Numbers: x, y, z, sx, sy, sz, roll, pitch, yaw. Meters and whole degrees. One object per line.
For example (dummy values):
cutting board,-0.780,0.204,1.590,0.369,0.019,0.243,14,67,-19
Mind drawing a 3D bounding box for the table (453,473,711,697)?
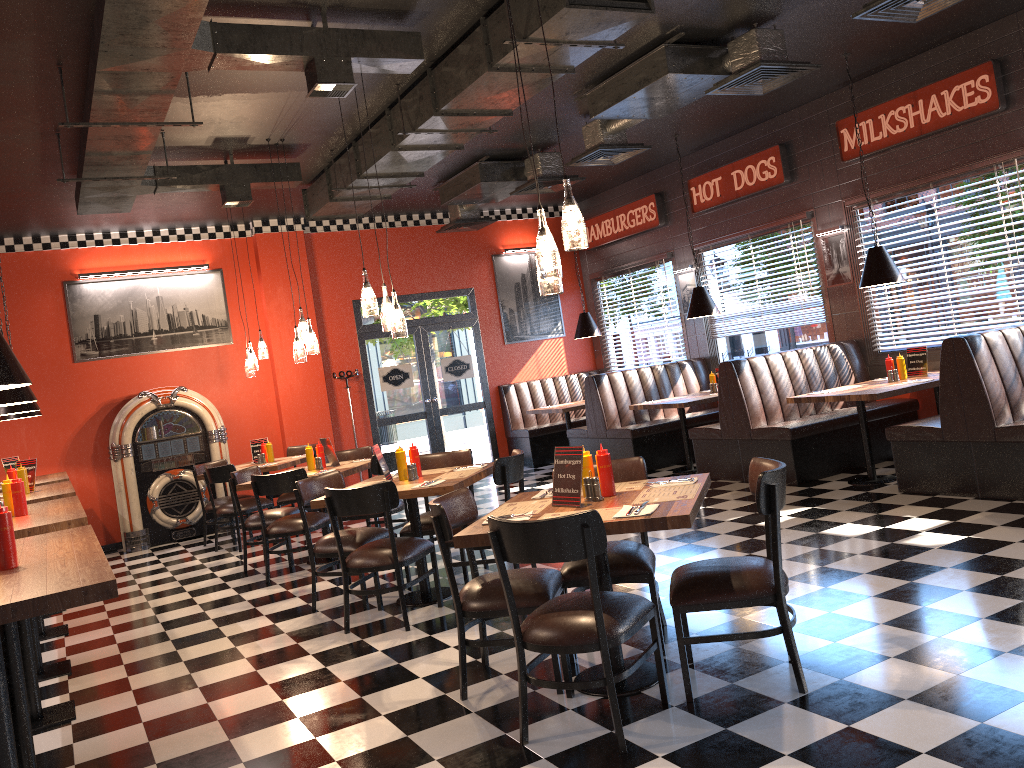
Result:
table,0.409,0.904,3.902,0.954,0.774,0.962,-9,0,17

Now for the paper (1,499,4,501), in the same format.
paper,-3.769,0.858,6.413,0.261,0.001,0.364,-9,1,-25

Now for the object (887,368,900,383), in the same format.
object,3.312,-0.085,7.706,0.094,0.136,0.046,-9,-1,-3

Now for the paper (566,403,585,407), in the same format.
paper,0.864,0.268,11.392,0.366,0.001,0.260,-9,2,-31

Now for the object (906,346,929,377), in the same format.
object,3.612,-0.197,7.900,0.072,0.257,0.187,-8,-1,-38

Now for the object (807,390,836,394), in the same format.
object,2.705,0.066,7.696,0.158,0.019,0.254,-9,1,-27

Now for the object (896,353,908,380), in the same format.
object,3.420,-0.156,7.781,0.068,0.238,0.068,-9,-1,-4

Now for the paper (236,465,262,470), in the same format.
paper,-2.737,0.867,9.127,0.364,0.001,0.261,-8,1,17

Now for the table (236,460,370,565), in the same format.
table,-1.642,1.127,7.665,0.958,0.774,0.958,-9,0,17

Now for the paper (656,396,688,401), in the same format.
paper,1.773,0.165,9.891,0.366,0.001,0.260,-9,1,-26

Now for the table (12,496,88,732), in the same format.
table,-2.709,1.238,4.927,0.697,1.000,1.687,-8,0,-28

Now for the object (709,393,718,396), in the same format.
object,2.209,0.101,9.432,0.158,0.019,0.254,-9,2,-32

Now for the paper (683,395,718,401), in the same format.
paper,2.018,0.142,9.294,0.366,0.001,0.260,-9,1,-26

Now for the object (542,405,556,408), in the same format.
object,0.486,0.305,11.889,0.158,0.019,0.254,-9,1,-27

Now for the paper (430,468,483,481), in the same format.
paper,-0.362,0.586,5.714,0.260,0.001,0.366,-8,1,15

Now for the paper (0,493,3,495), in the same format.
paper,-4.196,0.904,7.224,0.261,0.001,0.364,-9,1,-25

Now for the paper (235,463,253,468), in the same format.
paper,-2.961,0.892,9.530,0.260,0.001,0.366,-8,1,19

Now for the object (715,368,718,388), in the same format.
object,2.395,-0.062,10.022,0.187,0.257,0.072,-9,-1,32

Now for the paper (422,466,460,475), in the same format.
paper,-0.569,0.608,6.130,0.365,0.001,0.261,-8,1,16

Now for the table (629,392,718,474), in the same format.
table,2.311,0.478,9.786,1.696,0.774,0.954,-9,0,-28

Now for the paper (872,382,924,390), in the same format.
paper,3.145,0.019,7.240,0.366,0.001,0.260,-9,2,-30

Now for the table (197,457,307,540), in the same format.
table,-2.601,1.231,9.442,0.958,0.774,0.958,-9,0,17

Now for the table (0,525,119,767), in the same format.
table,-1.730,1.134,3.056,0.697,1.000,1.687,-8,0,-28

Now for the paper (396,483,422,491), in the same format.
paper,-0.742,0.650,5.483,0.365,0.001,0.261,-8,1,16

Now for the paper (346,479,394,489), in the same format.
paper,-0.973,0.675,5.882,0.260,0.001,0.366,-8,1,18

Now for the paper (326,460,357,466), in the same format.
paper,-1.596,0.721,7.988,0.365,0.001,0.261,-8,1,16

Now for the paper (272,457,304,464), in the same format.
paper,-2.353,0.804,9.351,0.260,0.001,0.366,-8,1,16

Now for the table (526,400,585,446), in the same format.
table,1.203,0.596,11.903,1.696,0.774,0.954,-9,0,-28

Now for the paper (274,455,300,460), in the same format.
paper,-2.552,0.824,9.770,0.364,0.001,0.261,-8,1,17

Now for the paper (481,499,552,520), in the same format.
paper,0.038,0.565,4.021,0.260,0.001,0.366,-8,1,17

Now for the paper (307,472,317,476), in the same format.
paper,-1.770,0.761,7.370,0.364,0.001,0.261,-8,1,19

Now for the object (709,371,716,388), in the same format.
object,2.243,-0.026,9.881,0.068,0.238,0.067,-8,-1,-44

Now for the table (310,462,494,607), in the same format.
table,-0.602,1.013,5.803,0.958,0.774,0.958,-9,0,17

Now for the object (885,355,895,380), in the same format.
object,3.329,-0.142,7.794,0.068,0.238,0.068,-9,-1,-4

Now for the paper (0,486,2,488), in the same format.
paper,-4.728,0.960,8.312,0.261,0.001,0.364,-9,1,-25

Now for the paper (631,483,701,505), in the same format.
paper,0.672,0.474,3.830,0.260,0.001,0.366,-8,1,17

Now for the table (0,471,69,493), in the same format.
table,-4.672,1.448,8.678,0.697,1.000,1.687,-8,0,-28

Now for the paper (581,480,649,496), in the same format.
paper,0.455,0.497,4.220,0.364,0.001,0.261,-8,1,17

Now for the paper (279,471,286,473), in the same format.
paper,-2.010,0.788,7.781,0.260,0.001,0.366,-8,1,16

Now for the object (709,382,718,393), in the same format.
object,2.224,0.032,9.784,0.093,0.136,0.047,-9,-1,32

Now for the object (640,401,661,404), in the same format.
object,1.527,0.197,9.737,0.158,0.019,0.254,-9,1,-22

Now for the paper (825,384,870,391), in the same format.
paper,2.948,0.035,7.846,0.366,0.001,0.260,-9,1,-27

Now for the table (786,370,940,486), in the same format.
table,3.407,0.360,7.691,1.696,0.774,0.954,-9,0,-28

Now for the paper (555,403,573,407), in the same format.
paper,0.663,0.284,11.997,0.366,0.001,0.260,-9,1,-28

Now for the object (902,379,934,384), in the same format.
object,3.357,-0.025,7.369,0.158,0.019,0.254,-9,1,-29

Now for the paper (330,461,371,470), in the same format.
paper,-1.373,0.696,7.602,0.260,0.001,0.366,-8,1,16

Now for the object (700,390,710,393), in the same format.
object,2.279,0.074,10.135,0.158,0.019,0.254,-9,1,-29

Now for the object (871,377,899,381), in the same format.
object,3.425,-0.052,8.072,0.158,0.019,0.254,-9,2,-32

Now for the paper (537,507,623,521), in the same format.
paper,0.270,0.540,3.606,0.364,0.001,0.261,-8,1,20

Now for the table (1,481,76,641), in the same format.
table,-3.683,1.343,6.789,0.697,1.000,1.687,-8,0,-28
